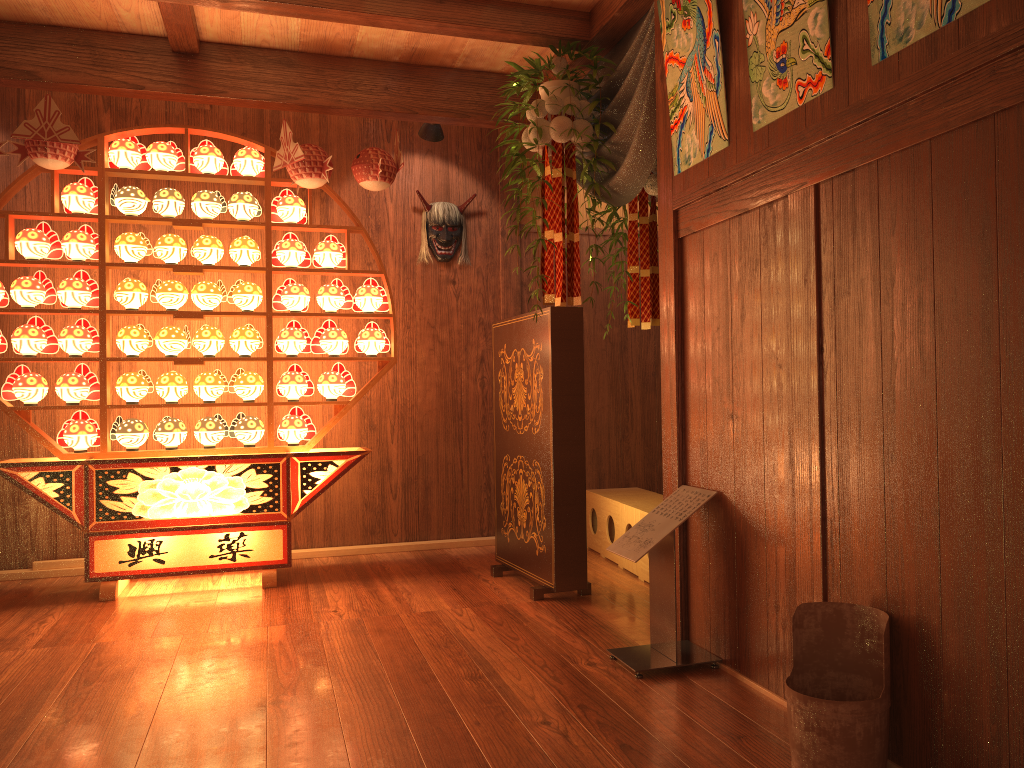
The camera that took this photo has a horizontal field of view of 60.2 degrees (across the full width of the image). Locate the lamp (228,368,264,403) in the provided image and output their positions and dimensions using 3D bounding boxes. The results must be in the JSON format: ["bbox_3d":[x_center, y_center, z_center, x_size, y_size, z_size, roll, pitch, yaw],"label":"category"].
[{"bbox_3d":[-1.286,0.005,4.337,0.152,0.173,0.144,-2,-1,38],"label":"lamp"}]

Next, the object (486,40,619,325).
[{"bbox_3d":[0.196,-0.876,3.858,0.586,1.260,0.690,0,-1,-28],"label":"object"}]

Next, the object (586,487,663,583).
[{"bbox_3d":[0.702,0.761,4.509,0.331,0.330,1.271,-1,-1,-11],"label":"object"}]

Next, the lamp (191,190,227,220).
[{"bbox_3d":[-1.489,-0.872,4.290,0.136,0.167,0.161,-1,-1,23],"label":"lamp"}]

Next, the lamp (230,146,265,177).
[{"bbox_3d":[-1.298,-1.104,4.352,0.192,0.188,0.154,-1,-1,-12],"label":"lamp"}]

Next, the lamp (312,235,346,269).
[{"bbox_3d":[-0.930,-0.672,4.468,0.190,0.195,0.156,-1,-1,-2],"label":"lamp"}]

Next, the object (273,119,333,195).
[{"bbox_3d":[-0.972,-1.083,4.212,0.249,0.314,0.352,0,-1,-40],"label":"object"}]

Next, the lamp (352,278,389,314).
[{"bbox_3d":[-0.736,-0.456,4.529,0.201,0.200,0.156,-1,-1,-2],"label":"lamp"}]

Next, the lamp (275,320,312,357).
[{"bbox_3d":[-1.098,-0.229,4.403,0.191,0.195,0.155,-1,-1,-7],"label":"lamp"}]

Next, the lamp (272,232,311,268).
[{"bbox_3d":[-1.103,-0.672,4.409,0.204,0.200,0.154,-1,-1,-17],"label":"lamp"}]

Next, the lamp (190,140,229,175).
[{"bbox_3d":[-1.473,-1.108,4.294,0.206,0.200,0.152,0,-1,-27],"label":"lamp"}]

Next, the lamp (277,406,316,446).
[{"bbox_3d":[-1.091,0.209,4.401,0.195,0.197,0.156,-1,-1,-2],"label":"lamp"}]

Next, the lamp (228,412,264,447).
[{"bbox_3d":[-1.284,0.224,4.337,0.152,0.173,0.144,-2,-1,38],"label":"lamp"}]

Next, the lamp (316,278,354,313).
[{"bbox_3d":[-0.921,-0.449,4.470,0.178,0.191,0.159,-1,-1,13],"label":"lamp"}]

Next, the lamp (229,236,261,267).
[{"bbox_3d":[-1.314,-0.656,4.338,0.142,0.173,0.154,-1,-1,-12],"label":"lamp"}]

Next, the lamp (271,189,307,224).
[{"bbox_3d":[-1.100,-0.892,4.415,0.207,0.200,0.152,0,-1,-32],"label":"lamp"}]

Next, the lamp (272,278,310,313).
[{"bbox_3d":[-1.078,-0.445,4.415,0.196,0.187,0.152,0,-1,-37],"label":"lamp"}]

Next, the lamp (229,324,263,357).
[{"bbox_3d":[-1.312,-0.215,4.331,0.140,0.173,0.156,-1,-1,-2],"label":"lamp"}]

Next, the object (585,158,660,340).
[{"bbox_3d":[0.651,-0.869,4.815,0.767,1.260,0.524,0,-1,-32],"label":"object"}]

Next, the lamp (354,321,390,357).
[{"bbox_3d":[-0.721,-0.232,4.529,0.184,0.192,0.155,-1,-1,-7],"label":"lamp"}]

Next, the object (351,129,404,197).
[{"bbox_3d":[-0.671,-1.099,4.314,0.233,0.318,0.358,-1,-1,-21],"label":"object"}]

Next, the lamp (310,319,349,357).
[{"bbox_3d":[-0.897,-0.234,4.471,0.207,0.200,0.152,0,-1,-32],"label":"lamp"}]

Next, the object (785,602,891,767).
[{"bbox_3d":[0.750,0.709,2.038,0.226,0.359,0.243,-2,-1,44],"label":"object"}]

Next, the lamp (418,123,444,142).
[{"bbox_3d":[-0.439,-1.378,4.722,0.135,0.177,0.175,-1,-1,3],"label":"lamp"}]

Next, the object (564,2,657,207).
[{"bbox_3d":[0.406,-1.144,3.907,0.097,0.751,1.471,-1,-1,-15],"label":"object"}]

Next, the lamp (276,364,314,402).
[{"bbox_3d":[-1.091,-0.008,4.401,0.188,0.194,0.155,-1,-1,-7],"label":"lamp"}]

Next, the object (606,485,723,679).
[{"bbox_3d":[0.486,0.625,2.872,0.306,0.560,0.245,-1,-1,-17],"label":"object"}]

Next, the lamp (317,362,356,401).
[{"bbox_3d":[-0.916,-0.013,4.462,0.196,0.200,0.160,-1,-1,18],"label":"lamp"}]

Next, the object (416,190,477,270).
[{"bbox_3d":[-0.388,-0.891,5.194,0.371,0.453,0.135,-1,-1,-18],"label":"object"}]

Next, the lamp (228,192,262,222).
[{"bbox_3d":[-1.323,-0.876,4.340,0.140,0.173,0.156,-1,-1,-2],"label":"lamp"}]

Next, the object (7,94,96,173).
[{"bbox_3d":[-2.015,-1.084,3.867,0.355,0.306,0.211,-1,-1,-18],"label":"object"}]

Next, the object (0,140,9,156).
[{"bbox_3d":[-2.328,-1.070,3.755,0.362,0.311,0.240,-1,-1,8],"label":"object"}]

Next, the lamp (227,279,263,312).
[{"bbox_3d":[-1.295,-0.436,4.344,0.151,0.173,0.144,-2,-1,43],"label":"lamp"}]
